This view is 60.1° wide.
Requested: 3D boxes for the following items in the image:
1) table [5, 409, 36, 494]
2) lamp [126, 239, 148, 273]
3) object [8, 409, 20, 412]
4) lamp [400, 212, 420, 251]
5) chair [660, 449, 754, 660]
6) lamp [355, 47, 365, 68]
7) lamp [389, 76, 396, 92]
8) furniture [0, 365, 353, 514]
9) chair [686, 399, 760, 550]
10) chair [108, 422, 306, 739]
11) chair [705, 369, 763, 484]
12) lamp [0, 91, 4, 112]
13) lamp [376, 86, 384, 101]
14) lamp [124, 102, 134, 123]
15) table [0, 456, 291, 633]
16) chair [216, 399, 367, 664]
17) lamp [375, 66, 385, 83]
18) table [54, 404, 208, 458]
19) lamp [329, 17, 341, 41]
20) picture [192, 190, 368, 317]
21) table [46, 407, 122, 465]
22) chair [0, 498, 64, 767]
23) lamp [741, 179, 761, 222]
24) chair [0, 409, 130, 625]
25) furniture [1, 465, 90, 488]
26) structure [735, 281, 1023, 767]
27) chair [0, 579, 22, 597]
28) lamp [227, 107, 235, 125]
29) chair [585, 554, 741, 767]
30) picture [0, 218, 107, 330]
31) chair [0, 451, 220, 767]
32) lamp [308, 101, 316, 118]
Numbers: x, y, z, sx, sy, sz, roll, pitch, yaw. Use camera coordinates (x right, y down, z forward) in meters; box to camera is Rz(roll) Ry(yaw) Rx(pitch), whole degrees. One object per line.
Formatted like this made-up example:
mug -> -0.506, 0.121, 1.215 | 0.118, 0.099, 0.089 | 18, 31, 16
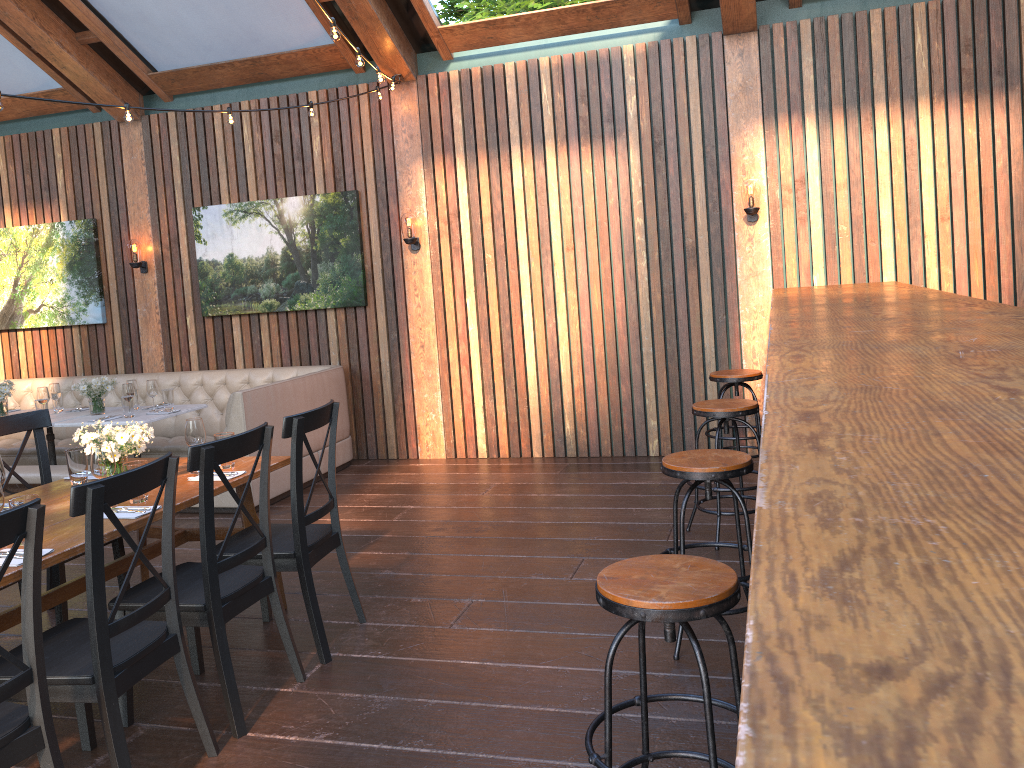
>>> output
table -> -4.454, 0.615, 7.311 | 0.798, 0.669, 0.803 | -3, 6, 16
lamp -> -3.480, -1.184, 8.200 | 0.146, 0.319, 0.179 | -3, 4, 17
object -> -4.331, 0.234, 7.519 | 0.157, 0.019, 0.257 | -2, 7, 17
lamp -> -0.851, -1.278, 7.407 | 0.146, 0.319, 0.179 | -3, 4, 17
chair -> 0.804, 0.660, 3.558 | 0.468, 0.732, 0.470 | -5, 4, -8
lamp -> -0.931, -1.993, 5.402 | 0.059, 0.119, 0.056 | -6, 4, -30
lamp -> -0.933, -2.341, 6.898 | 0.056, 0.120, 0.056 | -6, 4, -22
furniture -> -3.551, 0.433, 7.489 | 4.153, 0.856, 1.720 | -2, 7, 17
chair -> 1.193, 0.472, 4.865 | 0.468, 0.732, 0.470 | -4, 4, 0
chair -> -1.157, 0.691, 3.308 | 0.539, 1.016, 0.480 | -3, 4, 17
chair -> 1.582, 0.283, 6.173 | 0.467, 0.732, 0.470 | -2, 5, 24
lamp -> -2.759, -1.518, 4.743 | 0.059, 0.119, 0.057 | -4, 4, -4
lamp -> -1.076, -2.359, 7.183 | 0.065, 0.118, 0.056 | -6, 4, -23
lamp -> -2.327, -1.645, 5.365 | 0.056, 0.121, 0.056 | -7, 5, -39
table -> -1.826, 0.892, 3.257 | 0.949, 0.726, 2.446 | -2, 7, 17
chair -> -0.998, 0.614, 3.844 | 0.539, 1.016, 0.480 | -3, 4, 12
lamp -> -0.916, -2.151, 6.147 | 0.056, 0.118, 0.061 | -2, 5, 33
table -> -2.894, 0.559, 6.841 | 0.798, 0.669, 0.803 | -3, 6, 16
lamp -> -0.931, -1.861, 4.645 | 0.056, 0.119, 0.056 | -6, 4, -23
picture -> -2.077, -1.138, 7.843 | 1.648, 0.994, 0.065 | -2, 4, 17
table -> -3.674, 0.587, 7.076 | 0.798, 0.669, 0.803 | -3, 6, 17
chair -> -1.476, 0.846, 2.237 | 0.539, 1.016, 0.480 | -3, 4, 22
lamp -> 1.788, -1.373, 6.611 | 0.146, 0.319, 0.179 | -3, 4, 17
chair -> -2.203, 0.657, 4.207 | 0.539, 1.016, 0.480 | -3, 4, 17
furniture -> -3.855, 0.815, 6.441 | 2.326, 0.398, 0.314 | -2, 5, 17
structure -> 1.458, 0.367, 3.348 | 0.856, 1.268, 6.846 | -3, 7, 17
chair -> -2.363, 0.734, 3.672 | 0.539, 1.016, 0.480 | -3, 4, 12
lamp -> -1.905, -1.813, 5.989 | 0.056, 0.120, 0.056 | -2, 5, 33
chair -> 0.415, 0.849, 2.250 | 0.467, 0.732, 0.470 | -1, 6, 41
picture -> -4.701, -1.043, 8.627 | 1.648, 0.994, 0.065 | -2, 4, 17
chair -> -1.317, 0.769, 2.772 | 0.539, 1.016, 0.480 | -3, 4, 12
lamp -> -1.494, -2.049, 6.602 | 0.057, 0.117, 0.066 | -8, 6, -44
